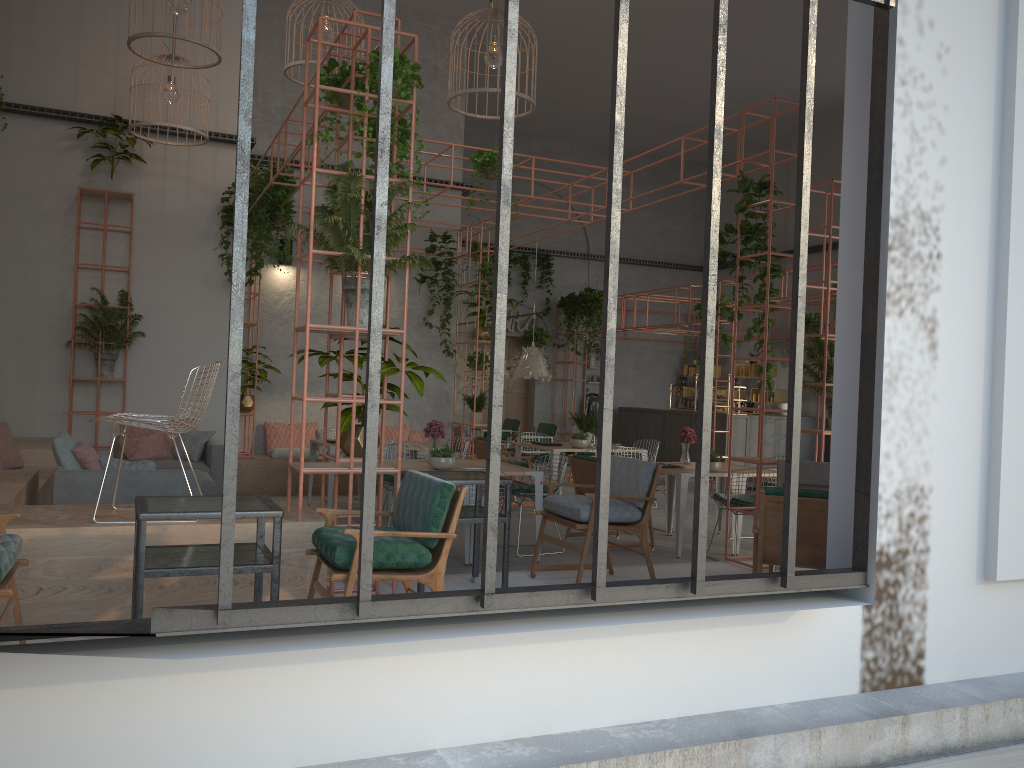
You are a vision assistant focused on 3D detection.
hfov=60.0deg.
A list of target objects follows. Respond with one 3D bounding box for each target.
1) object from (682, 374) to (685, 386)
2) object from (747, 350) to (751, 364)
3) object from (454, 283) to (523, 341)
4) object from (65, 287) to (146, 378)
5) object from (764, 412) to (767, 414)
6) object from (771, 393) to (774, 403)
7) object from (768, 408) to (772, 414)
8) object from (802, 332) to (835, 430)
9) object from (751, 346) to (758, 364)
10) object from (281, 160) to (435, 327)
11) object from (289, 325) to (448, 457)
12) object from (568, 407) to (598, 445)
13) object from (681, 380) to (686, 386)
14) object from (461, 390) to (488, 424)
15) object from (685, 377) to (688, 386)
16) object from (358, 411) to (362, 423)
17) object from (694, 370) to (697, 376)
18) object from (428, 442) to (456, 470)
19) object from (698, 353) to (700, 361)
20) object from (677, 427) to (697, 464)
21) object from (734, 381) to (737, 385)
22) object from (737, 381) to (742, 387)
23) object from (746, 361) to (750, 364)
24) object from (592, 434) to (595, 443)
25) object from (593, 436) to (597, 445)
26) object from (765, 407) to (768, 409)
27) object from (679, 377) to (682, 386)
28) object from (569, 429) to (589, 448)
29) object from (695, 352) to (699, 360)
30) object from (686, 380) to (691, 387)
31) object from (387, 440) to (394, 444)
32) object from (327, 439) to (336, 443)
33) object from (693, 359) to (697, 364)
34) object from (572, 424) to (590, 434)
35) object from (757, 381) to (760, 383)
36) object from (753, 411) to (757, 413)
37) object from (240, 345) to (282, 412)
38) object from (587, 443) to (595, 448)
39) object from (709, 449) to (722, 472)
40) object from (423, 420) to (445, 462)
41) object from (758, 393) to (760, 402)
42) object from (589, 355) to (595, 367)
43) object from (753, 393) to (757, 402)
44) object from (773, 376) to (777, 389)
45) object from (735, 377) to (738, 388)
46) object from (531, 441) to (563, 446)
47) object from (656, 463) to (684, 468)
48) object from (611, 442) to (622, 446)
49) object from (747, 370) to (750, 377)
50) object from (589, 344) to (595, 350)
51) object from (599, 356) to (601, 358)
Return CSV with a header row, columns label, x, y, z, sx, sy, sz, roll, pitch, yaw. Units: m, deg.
label,x,y,z,sx,sy,sz,roll,pitch,yaw
object,4.131,-0.086,21.373,0.066,0.291,0.066,2,0,-17
object,5.168,-0.578,19.269,0.134,0.301,0.134,2,0,-35
object,-0.367,-1.119,13.426,0.934,0.947,0.903,2,0,28
object,-4.971,-0.623,10.882,0.894,1.097,0.900,2,0,6
object,5.299,0.558,18.572,0.073,0.131,0.073,2,0,-31
object,5.404,0.281,18.273,0.131,0.207,0.131,2,0,22
object,5.428,0.563,18.635,0.073,0.131,0.073,2,0,-30
object,3.093,-0.112,8.341,0.894,1.100,0.900,2,0,6
object,5.213,-0.619,19.079,0.134,0.386,0.134,2,0,-35
object,-0.924,-0.899,5.597,0.894,1.101,0.900,2,0,31
object,-0.964,0.037,6.038,0.934,0.923,0.903,2,0,33
object,0.984,0.575,11.974,0.438,0.527,0.368,2,0,-23
object,4.114,-0.016,21.249,0.115,0.147,0.115,2,0,21
object,-0.554,0.342,13.456,0.438,0.527,0.368,2,0,-23
object,4.207,-0.083,21.403,0.066,0.291,0.066,2,0,16
object,-1.843,0.516,11.142,0.213,0.414,0.225,2,0,-31
object,4.341,-0.246,20.793,0.123,0.142,0.141,2,0,-23
object,-0.628,0.640,7.912,0.247,0.247,0.252,2,0,-24
object,4.450,-0.645,20.841,0.134,0.386,0.134,2,0,10
object,1.932,0.678,9.792,0.213,0.414,0.225,2,0,-31
object,4.876,0.011,19.487,0.115,0.147,0.115,2,0,-15
object,4.997,0.016,19.539,0.115,0.147,0.115,2,0,-15
object,5.065,-0.494,19.051,0.088,0.123,0.088,2,0,33
object,1.045,0.767,12.427,0.165,0.154,0.210,2,0,-34
object,1.161,0.785,12.244,0.095,0.119,0.095,2,0,1
object,5.375,0.561,18.756,0.073,0.131,0.073,2,0,38
object,4.061,-0.089,21.341,0.066,0.291,0.066,2,0,36
object,0.874,0.712,11.543,0.248,0.247,0.254,2,0,-23
object,4.406,-0.605,21.031,0.134,0.301,0.134,2,0,-35
object,4.235,-0.011,21.301,0.115,0.147,0.115,2,0,21
object,-1.454,0.702,10.706,0.115,0.078,0.115,2,0,-18
object,-2.120,0.695,10.808,0.268,0.031,0.427,2,0,-23
object,4.302,-0.520,20.813,0.088,0.123,0.088,2,0,33
object,0.957,0.692,12.300,0.241,0.313,0.241,2,0,22
object,5.209,0.016,18.720,0.083,0.159,0.083,2,0,21
object,5.162,0.565,18.741,0.115,0.107,0.115,2,0,-26
object,-3.624,-0.081,12.061,0.934,0.919,0.903,2,0,38
object,1.052,0.808,11.792,0.115,0.078,0.115,2,0,-18
object,1.995,0.775,8.996,0.247,0.247,0.252,2,0,-24
object,-0.755,0.553,8.627,0.213,0.414,0.225,2,0,-31
object,5.206,0.282,18.622,0.069,0.191,0.069,2,0,12
object,1.854,-0.568,20.622,0.136,0.336,0.145,2,0,-9
object,5.141,0.280,18.772,0.069,0.191,0.069,2,0,-11
object,5.466,-0.031,18.445,0.075,0.273,0.075,2,0,-35
object,4.969,-0.057,19.641,0.066,0.291,0.066,2,0,16
object,0.468,0.804,11.930,0.268,0.031,0.427,2,0,-23
object,1.589,0.867,9.382,0.268,0.031,0.427,2,0,-23
object,1.401,0.834,12.224,0.218,0.041,0.218,2,0,-15
object,5.103,-0.220,19.031,0.123,0.142,0.141,2,0,-23
object,1.864,-0.871,20.614,0.133,0.145,0.133,2,0,28
object,2.148,-0.655,20.756,0.263,0.101,0.013,2,0,-23
